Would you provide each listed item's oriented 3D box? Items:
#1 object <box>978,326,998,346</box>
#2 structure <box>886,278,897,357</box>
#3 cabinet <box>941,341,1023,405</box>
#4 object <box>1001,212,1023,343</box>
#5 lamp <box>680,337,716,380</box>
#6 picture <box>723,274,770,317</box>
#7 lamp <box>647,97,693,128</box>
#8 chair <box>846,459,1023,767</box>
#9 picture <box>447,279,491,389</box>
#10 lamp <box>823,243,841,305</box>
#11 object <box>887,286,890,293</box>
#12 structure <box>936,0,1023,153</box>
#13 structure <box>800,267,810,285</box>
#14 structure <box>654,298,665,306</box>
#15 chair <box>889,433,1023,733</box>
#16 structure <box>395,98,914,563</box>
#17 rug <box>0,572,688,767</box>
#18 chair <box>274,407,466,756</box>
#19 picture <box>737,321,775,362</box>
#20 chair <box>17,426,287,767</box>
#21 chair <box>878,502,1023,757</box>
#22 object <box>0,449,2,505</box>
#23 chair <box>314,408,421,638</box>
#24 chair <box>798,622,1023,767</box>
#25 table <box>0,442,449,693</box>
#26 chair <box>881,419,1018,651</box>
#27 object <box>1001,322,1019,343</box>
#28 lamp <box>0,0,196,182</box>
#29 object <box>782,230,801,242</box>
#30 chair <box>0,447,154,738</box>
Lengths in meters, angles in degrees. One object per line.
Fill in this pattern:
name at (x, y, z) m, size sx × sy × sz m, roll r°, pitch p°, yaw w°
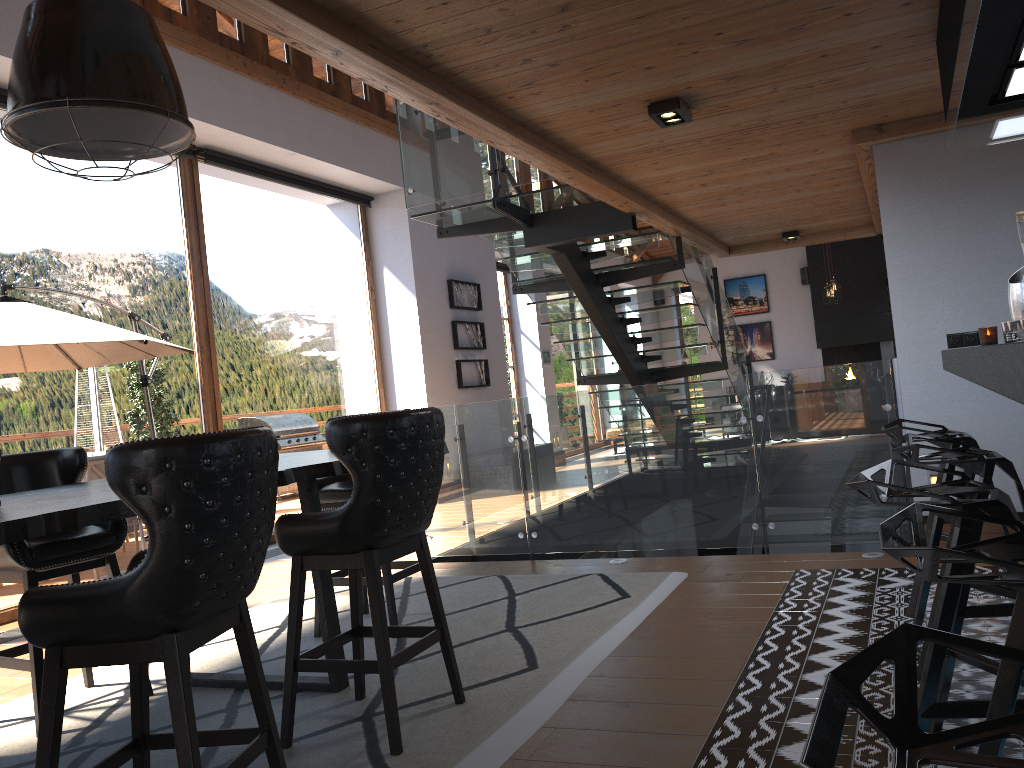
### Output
object at (2.151, -0.216, 4.000) m, size 0.080 × 0.081 × 0.078 m, roll -5°, pitch -1°, yaw -31°
structure at (7.727, -0.787, 17.309) m, size 0.497 × 2.617 × 0.516 m, roll -7°, pitch -2°, yaw 24°
cabinet at (1.535, 0.417, 1.863) m, size 0.880 × 1.104 × 4.844 m, roll -7°, pitch -1°, yaw 24°
object at (1.828, -0.380, 3.116) m, size 0.224 × 0.452 × 0.227 m, roll -7°, pitch -1°, yaw 24°
lamp at (3.755, 0.007, 18.044) m, size 0.520 × 1.899 × 1.339 m, roll -7°, pitch -2°, yaw 45°
picture at (4.958, -1.859, 18.749) m, size 0.871 × 0.816 × 0.036 m, roll -6°, pitch -1°, yaw 23°
lamp at (0.747, -1.286, 4.188) m, size 0.154 × 0.068 × 0.263 m, roll -6°, pitch -1°, yaw 24°
chair at (1.060, 0.600, 2.004) m, size 0.464 × 0.839 × 0.544 m, roll -7°, pitch -1°, yaw 30°
picture at (-0.525, -0.610, 10.935) m, size 0.058 × 1.312 × 0.781 m, roll -7°, pitch -1°, yaw 24°
lamp at (5.432, -2.498, 15.383) m, size 0.260 × 2.202 × 0.807 m, roll -6°, pitch -1°, yaw 15°
object at (7.725, -0.780, 17.320) m, size 0.489 × 2.612 × 0.470 m, roll -7°, pitch -2°, yaw 23°
structure at (1.452, -1.185, 2.071) m, size 0.704 × 0.476 × 3.280 m, roll -6°, pitch -1°, yaw 24°
structure at (6.031, -2.214, 18.198) m, size 0.211 × 0.349 × 0.215 m, roll -7°, pitch -1°, yaw 24°
structure at (3.222, -1.900, 19.403) m, size 0.211 × 0.349 × 0.215 m, roll -7°, pitch -1°, yaw 24°
chair at (1.448, 0.568, 2.699) m, size 0.465 × 0.839 × 0.543 m, roll -6°, pitch -1°, yaw 21°
structure at (-0.987, 0.939, 8.335) m, size 9.125 × 6.400 × 11.126 m, roll -6°, pitch -1°, yaw 24°
rug at (-1.268, 1.282, 2.963) m, size 2.528 × 0.047 × 5.683 m, roll -6°, pitch -1°, yaw 24°
chair at (-0.470, 0.649, 3.077) m, size 0.563 × 1.092 × 0.508 m, roll -7°, pitch -1°, yaw 23°
picture at (5.063, -0.869, 18.725) m, size 0.871 × 0.816 × 0.036 m, roll -6°, pitch -1°, yaw 23°
chair at (-0.821, 0.674, 2.170) m, size 0.566 × 1.092 × 0.505 m, roll -6°, pitch -1°, yaw 8°
chair at (0.841, 0.614, 1.316) m, size 0.465 × 0.839 × 0.543 m, roll -6°, pitch -1°, yaw 21°
object at (-1.683, 0.268, 2.712) m, size 0.222 × 0.253 × 0.115 m, roll -6°, pitch -1°, yaw -14°
chair at (-0.716, 0.695, 4.549) m, size 0.499 × 1.092 × 0.573 m, roll -7°, pitch -1°, yaw 23°
chair at (0.497, 0.641, 0.613) m, size 0.465 × 0.839 × 0.544 m, roll -7°, pitch -1°, yaw 25°
table at (-1.503, 0.846, 2.700) m, size 1.416 × 0.950 × 3.831 m, roll -6°, pitch -1°, yaw 24°
chair at (1.719, 0.549, 3.412) m, size 0.465 × 0.839 × 0.544 m, roll -7°, pitch -1°, yaw 24°
object at (1.907, -0.198, 3.368) m, size 0.079 × 0.081 × 0.079 m, roll -6°, pitch -1°, yaw -11°
lamp at (-1.677, -3.066, 3.182) m, size 0.627 × 4.686 × 0.616 m, roll -5°, pitch -1°, yaw -21°
object at (2.698, -1.434, 8.556) m, size 0.154 × 0.068 × 0.263 m, roll -6°, pitch -1°, yaw 24°
chair at (-1.913, 0.819, 3.639) m, size 0.562 × 1.092 × 0.510 m, roll -7°, pitch -2°, yaw 33°
